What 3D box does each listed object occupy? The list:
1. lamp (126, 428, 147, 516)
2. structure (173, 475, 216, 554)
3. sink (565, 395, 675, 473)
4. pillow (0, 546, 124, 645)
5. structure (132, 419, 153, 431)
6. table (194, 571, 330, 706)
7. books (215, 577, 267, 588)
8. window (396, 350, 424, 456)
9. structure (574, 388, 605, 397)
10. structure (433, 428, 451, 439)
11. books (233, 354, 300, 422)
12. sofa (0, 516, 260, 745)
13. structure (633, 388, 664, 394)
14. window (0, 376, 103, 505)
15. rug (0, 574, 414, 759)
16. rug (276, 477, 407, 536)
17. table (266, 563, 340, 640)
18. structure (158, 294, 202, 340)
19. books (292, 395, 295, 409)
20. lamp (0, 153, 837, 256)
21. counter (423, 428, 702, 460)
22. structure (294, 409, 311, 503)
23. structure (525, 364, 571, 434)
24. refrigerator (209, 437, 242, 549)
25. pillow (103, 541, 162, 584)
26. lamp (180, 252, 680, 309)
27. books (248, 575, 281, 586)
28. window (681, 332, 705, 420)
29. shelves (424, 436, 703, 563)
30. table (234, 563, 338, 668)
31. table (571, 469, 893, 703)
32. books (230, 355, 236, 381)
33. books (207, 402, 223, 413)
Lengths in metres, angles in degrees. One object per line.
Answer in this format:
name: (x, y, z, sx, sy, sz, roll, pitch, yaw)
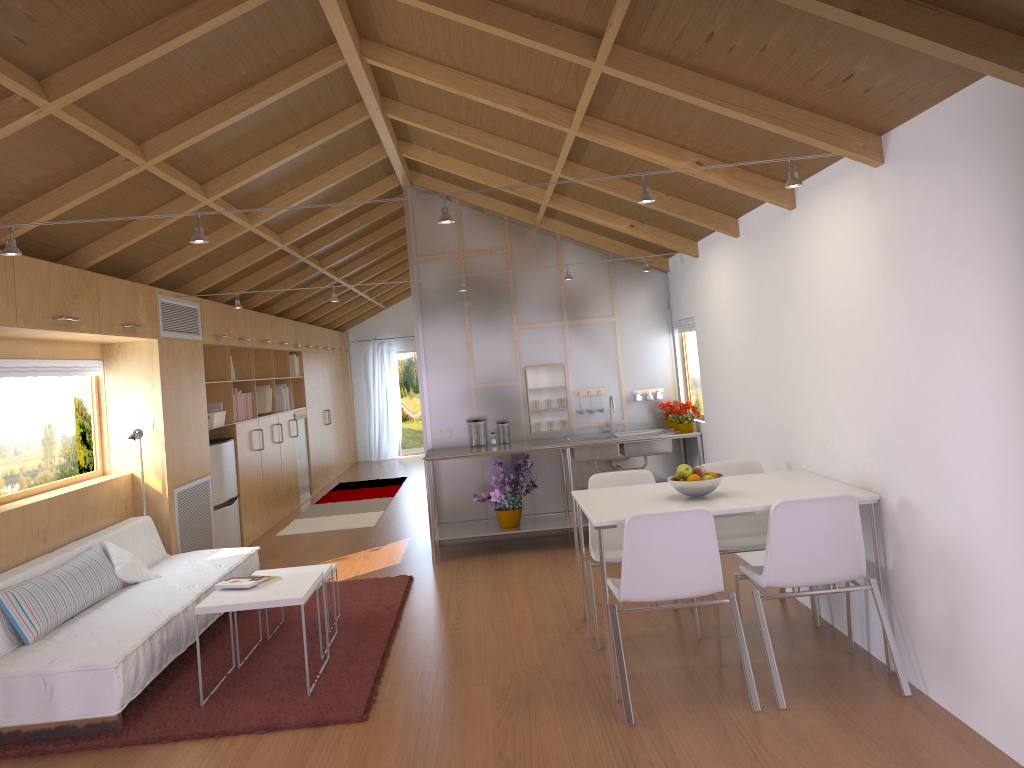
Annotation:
lamp: (-2.454, 0.896, 5.919, 0.183, 1.202, 0.253, -4, -3, -26)
structure: (-2.345, 1.086, 6.565, 0.013, 0.724, 0.817, -5, -1, -2)
sink: (0.837, 0.410, 6.987, 0.810, 0.643, 0.562, -5, -1, -2)
pillow: (-2.252, 1.044, 4.477, 0.171, 0.252, 1.039, -5, 1, -2)
structure: (-2.544, 0.280, 6.085, 0.142, 0.071, 0.011, -5, -3, -2)
table: (-1.176, 1.197, 4.228, 0.485, 0.440, 0.523, -5, -1, -2)
books: (-1.325, 0.969, 4.320, 0.192, 0.016, 0.152, -5, 1, 17)
window: (-1.759, 0.320, 15.085, 0.874, 1.793, 0.025, -5, -3, -2)
structure: (0.640, 0.067, 7.285, 0.251, 0.051, 0.016, -5, -3, -2)
structure: (-0.573, 0.405, 7.229, 0.142, 0.071, 0.011, -5, -3, -2)
books: (-2.645, -0.006, 9.428, 0.189, 0.660, 3.102, -5, 1, -2)
sofa: (-2.068, 1.185, 4.753, 0.862, 0.630, 2.349, -5, 1, -2)
structure: (1.128, 0.060, 7.289, 0.251, 0.032, 0.041, -5, 0, -2)
window: (-2.825, 0.247, 5.330, 0.035, 0.792, 1.493, -5, 0, -2)
rug: (-1.591, 1.454, 4.863, 1.885, 0.020, 2.475, -5, 1, -2)
rug: (-1.828, 1.353, 10.197, 0.917, 0.011, 3.713, -5, 1, -2)
table: (-1.199, 1.245, 5.084, 0.342, 0.310, 0.368, -5, -1, -2)
structure: (-2.482, -0.490, 6.627, 0.013, 0.301, 0.901, -5, 1, -2)
books: (-2.669, 0.156, 10.387, 0.176, 0.298, 0.278, -5, -1, -2)
lamp: (-0.471, -0.697, 3.492, 3.829, 0.153, 0.072, -5, -2, -2)
counter: (0.373, 0.459, 6.942, 2.109, 0.021, 0.648, -5, 1, -2)
structure: (-2.630, 0.859, 10.569, 0.316, 1.083, 0.723, -5, -2, -2)
structure: (0.295, 0.120, 7.240, 0.328, 0.547, 0.076, -5, -3, -2)
refrigerator: (-2.476, 0.977, 7.415, 0.262, 0.991, 0.711, -5, -2, -2)
pillow: (-2.196, 1.022, 5.103, 0.268, 0.253, 0.344, -4, -1, -38)
lamp: (-0.579, -0.762, 6.677, 3.829, 0.153, 0.072, -5, -2, -2)
books: (-1.275, 0.979, 4.390, 0.192, 0.016, 0.153, -4, 1, 27)
window: (1.450, -0.121, 6.938, 0.026, 0.798, 0.722, -5, -1, -2)
shelves: (0.407, 0.853, 6.921, 2.092, 0.756, 0.630, -5, -1, -2)
table: (-1.189, 1.216, 4.686, 0.424, 0.384, 0.457, -5, -1, -2)
table: (0.952, 0.876, 4.094, 1.209, 0.745, 0.897, -5, 0, -2)
books: (-2.619, -0.168, 7.987, 0.176, 0.298, 0.278, -5, -1, -2)
books: (-2.559, 0.259, 7.567, 0.150, 0.193, 0.088, -5, -2, -2)
